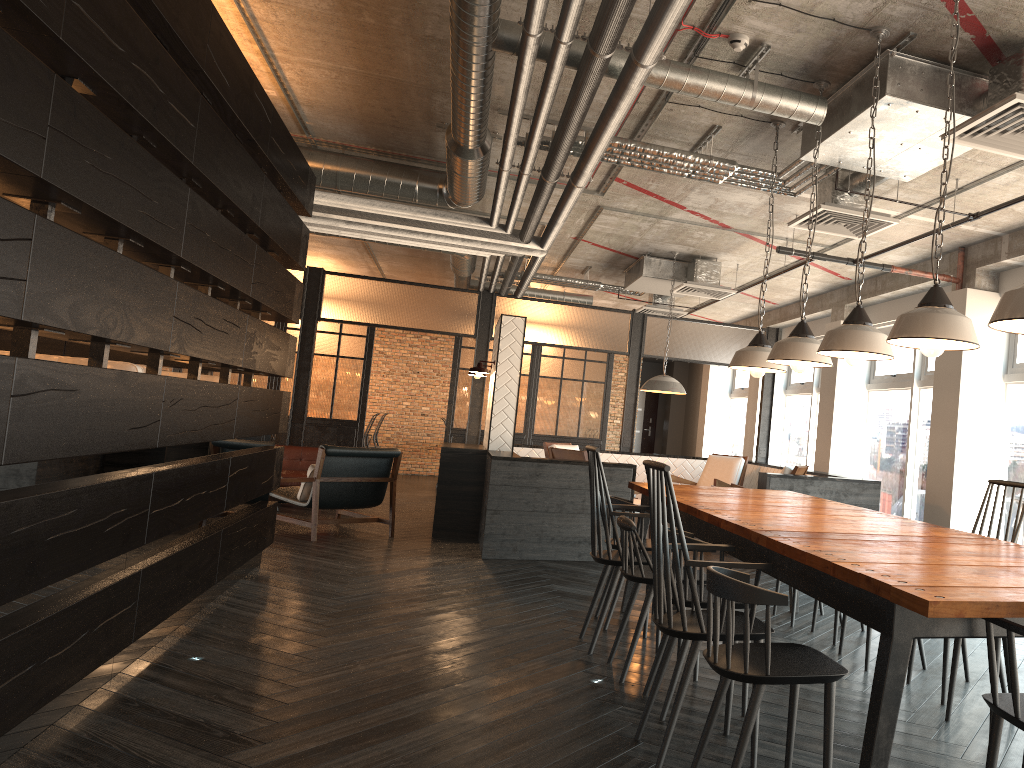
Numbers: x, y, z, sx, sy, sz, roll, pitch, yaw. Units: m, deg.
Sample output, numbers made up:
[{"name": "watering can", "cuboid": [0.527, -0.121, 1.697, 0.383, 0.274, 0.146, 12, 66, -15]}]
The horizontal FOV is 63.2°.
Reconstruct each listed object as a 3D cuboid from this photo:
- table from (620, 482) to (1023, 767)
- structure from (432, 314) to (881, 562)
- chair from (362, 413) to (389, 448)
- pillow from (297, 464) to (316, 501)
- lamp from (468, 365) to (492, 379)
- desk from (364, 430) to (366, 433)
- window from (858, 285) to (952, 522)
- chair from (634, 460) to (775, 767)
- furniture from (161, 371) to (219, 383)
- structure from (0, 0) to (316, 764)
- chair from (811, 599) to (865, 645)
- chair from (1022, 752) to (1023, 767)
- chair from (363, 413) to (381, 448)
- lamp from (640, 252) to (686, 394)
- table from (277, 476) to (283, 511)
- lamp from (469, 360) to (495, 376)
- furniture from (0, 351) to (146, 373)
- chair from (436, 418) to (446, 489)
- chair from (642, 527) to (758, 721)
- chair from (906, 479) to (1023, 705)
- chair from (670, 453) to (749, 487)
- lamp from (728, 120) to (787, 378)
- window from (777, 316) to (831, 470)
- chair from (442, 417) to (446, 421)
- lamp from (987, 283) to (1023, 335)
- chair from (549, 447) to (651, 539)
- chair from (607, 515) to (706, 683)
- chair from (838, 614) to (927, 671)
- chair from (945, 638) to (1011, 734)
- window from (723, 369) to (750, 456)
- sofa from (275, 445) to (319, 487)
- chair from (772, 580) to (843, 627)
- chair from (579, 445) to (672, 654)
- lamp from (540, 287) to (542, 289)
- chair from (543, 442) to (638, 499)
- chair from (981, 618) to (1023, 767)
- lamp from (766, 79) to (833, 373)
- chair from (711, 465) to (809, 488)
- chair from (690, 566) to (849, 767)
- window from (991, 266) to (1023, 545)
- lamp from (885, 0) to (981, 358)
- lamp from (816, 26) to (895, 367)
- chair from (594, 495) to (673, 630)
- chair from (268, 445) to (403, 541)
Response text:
[{"name": "table", "cuboid": [1.438, 1.028, 3.908, 1.283, 0.792, 3.483, 5, -2, -6]}, {"name": "structure", "cuboid": [1.386, 0.565, 8.986, 4.336, 2.117, 3.398, 5, -3, -13]}, {"name": "chair", "cuboid": [-2.469, 0.972, 13.718, 0.764, 1.064, 0.636, 6, -3, -12]}, {"name": "pillow", "cuboid": [-1.496, 0.873, 7.323, 0.217, 0.334, 0.784, 2, -3, 45]}, {"name": "lamp", "cuboid": [-0.345, -0.136, 8.754, 0.263, 0.171, 0.165, 7, -4, -45]}, {"name": "desk", "cuboid": [-2.927, 1.101, 13.539, 0.867, 0.721, 1.524, 5, -3, -7]}, {"name": "window", "cuboid": [4.468, 0.445, 9.267, 0.263, 2.877, 2.315, 6, -3, -4]}, {"name": "chair", "cuboid": [0.699, 0.811, 3.015, 0.535, 1.033, 0.420, 6, -3, -13]}, {"name": "furniture", "cuboid": [-2.856, 0.484, 4.878, 2.062, 1.261, 0.537, 6, -3, -18]}, {"name": "structure", "cuboid": [-4.536, -0.507, 2.272, 6.684, 2.744, 5.027, 5, -3, -13]}, {"name": "chair", "cuboid": [2.037, 1.148, 4.984, 0.487, 0.738, 0.343, 6, -3, -14]}, {"name": "chair", "cuboid": [2.114, 1.075, 3.019, 0.487, 0.738, 0.343, 6, -3, -14]}, {"name": "chair", "cuboid": [-2.365, 0.918, 12.176, 0.764, 1.064, 0.636, 6, -3, -12]}, {"name": "lamp", "cuboid": [1.725, -0.679, 9.111, 0.534, 1.546, 0.485, 6, -3, -5]}, {"name": "table", "cuboid": [-2.669, 1.075, 8.117, 0.790, 0.372, 0.637, 6, -3, -17]}, {"name": "lamp", "cuboid": [-0.301, -0.159, 8.087, 0.263, 0.171, 0.165, 7, -4, -45]}, {"name": "furniture", "cuboid": [-2.773, 0.441, 3.648, 2.060, 1.261, 0.974, 6, -3, -16]}, {"name": "chair", "cuboid": [-0.775, 1.069, 12.710, 0.764, 1.064, 0.636, 6, -3, -12]}, {"name": "chair", "cuboid": [0.820, 0.991, 3.535, 0.487, 0.738, 0.343, 6, -3, -14]}, {"name": "chair", "cuboid": [2.200, 0.975, 4.041, 0.535, 1.033, 0.420, 6, -3, -13]}, {"name": "chair", "cuboid": [2.342, 1.290, 9.965, 0.617, 0.907, 1.079, 3, -3, 39]}, {"name": "lamp", "cuboid": [1.581, -0.900, 5.120, 0.361, 1.739, 0.371, 5, -3, 7]}, {"name": "window", "cuboid": [4.294, 0.537, 11.875, 0.263, 2.877, 2.315, 6, -3, -4]}, {"name": "chair", "cuboid": [-0.876, 1.121, 14.206, 0.764, 1.064, 0.636, 6, -3, -12]}, {"name": "lamp", "cuboid": [1.748, -0.988, 2.633, 0.322, 1.739, 0.410, 4, -4, 30]}, {"name": "chair", "cuboid": [0.851, 1.085, 7.906, 1.090, 0.907, 0.610, 7, -4, -42]}, {"name": "chair", "cuboid": [0.707, 1.005, 3.970, 0.507, 0.726, 0.343, 6, -3, -14]}, {"name": "chair", "cuboid": [2.010, 1.126, 4.491, 0.487, 0.738, 0.343, 6, -3, -14]}, {"name": "chair", "cuboid": [2.091, 1.098, 3.507, 0.507, 0.726, 0.343, 6, -3, -14]}, {"name": "window", "cuboid": [4.119, 0.629, 14.484, 0.263, 2.877, 2.315, 6, -3, -4]}, {"name": "sofa", "cuboid": [-2.729, 0.974, 8.989, 1.776, 0.638, 0.611, 5, -3, -17]}, {"name": "chair", "cuboid": [1.934, 1.161, 5.376, 0.507, 0.726, 0.343, 6, -3, -14]}, {"name": "chair", "cuboid": [0.606, 0.860, 4.398, 0.535, 1.033, 0.420, 6, -3, -13]}, {"name": "lamp", "cuboid": [0.285, -0.953, 13.794, 0.320, 0.858, 3.172, 6, -2, -4]}, {"name": "chair", "cuboid": [0.850, 1.145, 9.373, 0.836, 0.907, 0.804, 4, -3, 27]}, {"name": "chair", "cuboid": [1.515, 0.845, 2.230, 0.488, 1.033, 0.463, 6, -3, -7]}, {"name": "lamp", "cuboid": [1.622, -0.922, 4.498, 0.361, 1.739, 0.371, 5, -3, 7]}, {"name": "chair", "cuboid": [2.468, 1.238, 8.424, 0.856, 0.907, 0.789, 4, -3, 22]}, {"name": "chair", "cuboid": [0.791, 0.949, 2.568, 0.487, 0.738, 0.343, 6, -3, -14]}, {"name": "window", "cuboid": [4.643, 0.354, 6.663, 0.263, 2.877, 2.315, 6, -3, -4]}, {"name": "lamp", "cuboid": [1.706, -0.966, 3.255, 0.413, 1.739, 0.318, 7, -3, -24]}, {"name": "lamp", "cuboid": [1.664, -0.944, 3.877, 0.376, 1.739, 0.356, 6, -3, -1]}, {"name": "chair", "cuboid": [0.750, 1.041, 4.925, 0.487, 0.738, 0.343, 6, -3, -14]}, {"name": "chair", "cuboid": [-1.627, 0.921, 7.438, 0.868, 0.796, 0.867, 3, -4, 43]}]
